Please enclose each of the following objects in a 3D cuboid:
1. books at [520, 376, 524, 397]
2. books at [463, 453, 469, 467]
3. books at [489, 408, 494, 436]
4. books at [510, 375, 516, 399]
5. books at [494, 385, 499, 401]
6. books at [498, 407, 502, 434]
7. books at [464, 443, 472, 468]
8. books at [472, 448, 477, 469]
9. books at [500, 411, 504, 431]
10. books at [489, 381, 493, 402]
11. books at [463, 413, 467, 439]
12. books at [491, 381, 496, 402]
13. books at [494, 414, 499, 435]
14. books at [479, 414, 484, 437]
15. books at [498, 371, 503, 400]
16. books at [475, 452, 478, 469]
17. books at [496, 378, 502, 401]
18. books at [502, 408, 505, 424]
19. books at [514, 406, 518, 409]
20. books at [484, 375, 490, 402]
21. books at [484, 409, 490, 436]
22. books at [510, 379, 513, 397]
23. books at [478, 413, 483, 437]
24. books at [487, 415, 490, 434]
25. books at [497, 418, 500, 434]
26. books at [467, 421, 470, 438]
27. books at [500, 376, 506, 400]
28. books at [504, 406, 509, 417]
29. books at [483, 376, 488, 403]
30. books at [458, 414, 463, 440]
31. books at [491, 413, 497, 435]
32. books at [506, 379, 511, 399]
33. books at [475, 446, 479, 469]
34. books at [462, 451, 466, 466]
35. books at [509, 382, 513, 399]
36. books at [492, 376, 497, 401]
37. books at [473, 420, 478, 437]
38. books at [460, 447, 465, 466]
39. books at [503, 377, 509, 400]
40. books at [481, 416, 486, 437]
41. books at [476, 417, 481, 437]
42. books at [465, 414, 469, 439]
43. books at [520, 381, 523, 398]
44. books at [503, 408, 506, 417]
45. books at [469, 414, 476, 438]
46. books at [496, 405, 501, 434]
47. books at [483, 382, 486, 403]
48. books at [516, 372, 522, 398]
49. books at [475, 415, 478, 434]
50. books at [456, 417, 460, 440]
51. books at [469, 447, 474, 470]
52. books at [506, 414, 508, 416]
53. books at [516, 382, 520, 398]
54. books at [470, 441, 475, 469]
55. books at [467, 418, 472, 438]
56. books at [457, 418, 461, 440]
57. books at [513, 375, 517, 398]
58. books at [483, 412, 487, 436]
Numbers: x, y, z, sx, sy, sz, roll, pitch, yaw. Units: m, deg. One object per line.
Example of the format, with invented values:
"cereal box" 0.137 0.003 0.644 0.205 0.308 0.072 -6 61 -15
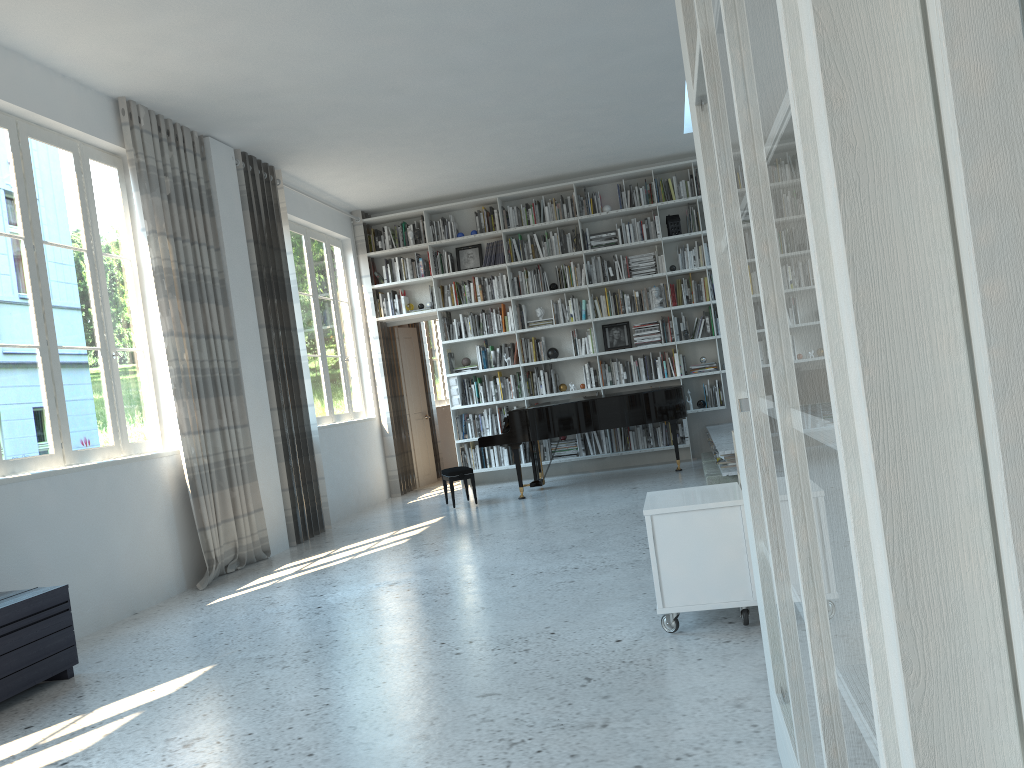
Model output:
"books" 0.129 0.027 9.841 0.010 0.240 0.174 -8 0 10
"books" -0.502 0.871 9.974 0.029 0.190 0.176 -8 0 10
"books" -0.229 0.420 9.916 0.039 0.307 0.172 -8 0 10
"books" 0.022 0.029 9.855 0.021 0.265 0.185 -8 0 10
"books" -0.152 0.096 9.889 0.029 0.181 0.190 -8 0 10
"books" -0.119 0.411 9.901 0.012 0.295 0.176 -8 0 10
"books" -0.478 0.815 9.983 0.045 0.294 0.181 -8 0 10
"books" -0.407 0.839 9.969 0.022 0.226 0.154 -8 0 10
"books" -0.094 0.428 9.915 0.029 0.254 0.153 -8 0 10
"books" -0.226 0.082 9.930 0.045 0.230 0.138 -8 0 10
"books" -0.528 0.474 9.972 0.052 0.283 0.172 -8 0 10
"books" -0.194 0.078 9.906 0.027 0.230 0.159 -8 0 10
"books" -0.158 0.452 9.922 0.028 0.225 0.134 -8 0 10
"books" -0.328 0.462 9.929 0.010 0.252 0.177 -8 0 10
"books" -0.113 0.019 9.887 0.021 0.323 0.171 -8 0 10
"books" -0.382 0.856 9.972 0.022 0.186 0.145 -8 0 10
"books" -0.128 0.056 9.894 0.026 0.254 0.176 -8 0 10
"books" -0.075 0.410 9.913 0.013 0.284 0.139 -8 0 10
"books" 0.063 0.389 9.882 0.025 0.288 0.130 -8 0 10
"books" -0.262 0.049 9.917 0.012 0.306 0.189 -8 0 10
"books" -0.268 0.430 9.942 0.027 0.299 0.142 -8 0 10
"books" 0.011 0.041 9.875 0.010 0.246 0.160 -8 0 10
"books" -0.338 0.461 9.935 0.013 0.257 0.189 -8 0 10
"books" -0.245 0.460 9.941 0.012 0.232 0.148 -8 0 10
"books" -0.137 0.457 9.918 0.013 0.209 0.154 -8 0 10
"books" -0.471 0.509 9.984 0.024 0.198 0.148 -8 0 10
"books" -0.086 0.047 9.875 0.028 0.260 0.181 -8 0 10
"books" -0.045 0.398 9.890 0.013 0.301 0.172 -8 0 10
"books" -0.279 0.054 9.908 0.019 0.300 0.180 -8 0 10
"books" -0.560 0.482 9.969 0.011 0.277 0.189 -8 0 10
"books" -0.186 0.449 9.931 0.031 0.239 0.132 -8 0 10
"books" -0.027 0.055 9.884 0.025 0.229 0.153 -8 0 10
"books" -0.373 0.817 9.950 0.013 0.261 0.174 -8 0 10
"books" -0.524 0.861 10.005 0.023 0.216 0.158 -8 0 10
"books" -0.001 0.069 9.882 0.023 0.194 0.140 -8 0 10
"books" -0.178 0.049 9.901 0.014 0.282 0.150 -8 0 10
"books" -0.396 0.498 9.975 0.025 0.200 0.137 -8 0 10
"books" -0.544 0.845 10.008 0.012 0.254 0.161 -8 0 10
"books" -0.057 0.049 9.874 0.028 0.249 0.159 -8 0 10
"books" -0.305 0.470 9.938 0.028 0.229 0.157 -8 0 10
"books" -0.356 0.480 9.937 0.028 0.223 0.189 -8 0 10
"books" -0.493 0.474 9.986 0.010 0.273 0.150 -8 0 10
"books" 0.121 0.056 9.870 0.023 0.187 0.130 -8 0 10
"books" -0.060 0.405 9.898 0.022 0.291 0.137 -8 0 10
"books" -0.431 0.469 9.959 0.029 0.266 0.171 -8 0 10
"books" -0.135 0.398 9.895 0.014 0.325 0.170 -8 0 10
"books" -0.294 0.091 9.946 0.016 0.230 0.136 -8 0 10
"books" 0.090 0.009 9.841 0.014 0.286 0.179 -8 0 10
"books" -0.375 0.471 9.974 0.022 0.248 0.133 -8 0 10
"books" -0.592 0.498 10.006 0.012 0.254 0.161 -8 0 10
"books" -0.440 0.834 9.984 0.024 0.246 0.143 -8 0 10
"books" -0.003 0.435 9.886 0.059 0.216 0.177 -8 0 10
"books" 0.074 0.065 9.865 0.041 0.181 0.141 -8 0 10
"books" -0.428 0.796 9.978 0.011 0.318 0.157 -8 0 10
"books" -0.454 0.495 9.958 0.022 0.220 0.187 -8 0 10
"books" -0.573 0.503 9.989 0.029 0.239 0.154 -8 0 10
"books" 0.043 0.029 9.870 0.013 0.260 0.142 -8 0 10
"books" -0.285 0.445 9.953 0.013 0.274 0.146 -8 0 10
